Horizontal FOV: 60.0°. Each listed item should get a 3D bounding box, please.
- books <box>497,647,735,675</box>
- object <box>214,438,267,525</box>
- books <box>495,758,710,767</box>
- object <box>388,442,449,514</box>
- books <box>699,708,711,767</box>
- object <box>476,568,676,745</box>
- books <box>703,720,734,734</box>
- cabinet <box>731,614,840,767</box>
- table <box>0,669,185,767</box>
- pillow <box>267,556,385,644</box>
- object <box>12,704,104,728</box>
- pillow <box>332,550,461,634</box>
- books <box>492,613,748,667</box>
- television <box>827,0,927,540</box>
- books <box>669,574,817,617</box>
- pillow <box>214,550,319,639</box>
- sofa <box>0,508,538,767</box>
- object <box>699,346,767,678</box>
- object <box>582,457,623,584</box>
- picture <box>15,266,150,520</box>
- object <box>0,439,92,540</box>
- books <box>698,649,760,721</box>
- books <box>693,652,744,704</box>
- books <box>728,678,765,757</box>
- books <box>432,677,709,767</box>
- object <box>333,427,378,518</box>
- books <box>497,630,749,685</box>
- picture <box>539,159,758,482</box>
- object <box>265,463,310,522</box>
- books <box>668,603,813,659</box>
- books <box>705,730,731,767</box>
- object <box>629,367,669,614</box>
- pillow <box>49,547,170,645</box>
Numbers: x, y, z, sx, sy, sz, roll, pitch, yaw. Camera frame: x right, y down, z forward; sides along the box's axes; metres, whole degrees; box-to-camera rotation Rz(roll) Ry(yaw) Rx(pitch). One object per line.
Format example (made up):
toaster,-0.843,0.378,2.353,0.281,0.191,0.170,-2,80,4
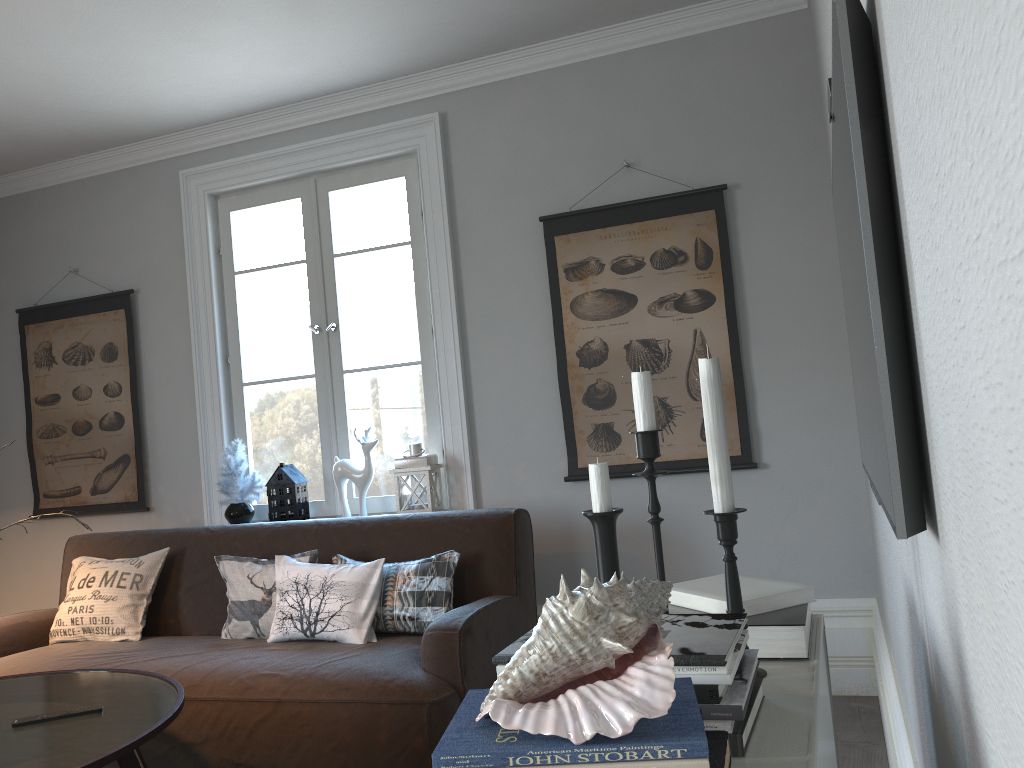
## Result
books,0.134,0.315,1.062,0.260,0.010,0.196,-6,-3,18
object,-1.313,0.467,4.240,0.248,0.424,0.262,-3,-4,-35
books,0.059,0.334,0.836,0.235,0.017,0.184,-6,-3,7
object,-0.414,0.418,3.903,0.193,0.322,0.193,-6,-3,13
books,0.065,0.349,0.840,0.235,0.014,0.184,-6,-3,9
object,0.060,0.249,0.851,0.194,0.127,0.192,-6,-3,13
books,0.139,0.371,1.056,0.253,0.016,0.200,-6,-3,18
cabinet,0.177,0.775,1.007,0.408,0.757,1.152,-6,-3,20
table,-1.464,1.126,2.139,1.299,0.503,1.299,-6,-3,13
pillow,-0.670,0.765,3.162,0.470,0.309,0.188,-6,-3,20
object,-1.163,0.849,2.275,0.207,0.011,0.051,-4,-3,-20
pillow,-0.443,0.759,3.199,0.542,0.288,0.183,-6,-3,21
books,0.138,0.306,1.069,0.263,0.008,0.212,-6,-3,21
television,0.561,-0.151,1.418,0.041,0.657,1.063,-7,-3,20
books,0.356,0.338,1.429,0.161,0.024,0.199,-4,-3,-26
pillow,-0.918,0.806,3.330,0.472,0.348,0.159,-6,-3,17
sofa,-1.057,0.974,3.304,2.164,0.825,0.968,-6,-3,20
object,0.292,0.170,1.219,0.066,0.457,0.066,-5,-3,-13
object,0.140,0.262,1.292,0.083,0.311,0.082,-5,-3,-3
picture,-2.262,0.033,4.651,0.793,1.313,0.057,-6,-3,20
object,-1.460,0.338,2.088,0.853,1.066,0.525,-5,-3,-10
books,0.148,0.355,1.062,0.271,0.016,0.222,-6,-3,20
books,0.137,0.339,1.063,0.251,0.019,0.200,-6,-3,22
books,0.151,0.390,1.058,0.271,0.022,0.200,-6,-3,22
books,0.059,0.319,0.842,0.235,0.014,0.184,-6,-3,7
object,-0.687,0.401,3.940,0.239,0.410,0.128,-6,-3,16
books,0.139,0.324,1.059,0.265,0.010,0.196,-6,-3,20
picture,0.535,-0.279,3.651,0.793,1.313,0.057,-6,-3,20
object,-1.049,0.509,4.153,0.155,0.285,0.155,-6,-3,10
books,0.356,0.373,1.401,0.218,0.049,0.276,-6,-3,20
books,0.081,0.368,0.835,0.238,0.027,0.175,-6,-3,16
object,0.193,0.189,1.187,0.092,0.431,0.092,-4,-3,-21
pillow,-1.661,0.879,3.638,0.519,0.369,0.240,-6,-3,20
